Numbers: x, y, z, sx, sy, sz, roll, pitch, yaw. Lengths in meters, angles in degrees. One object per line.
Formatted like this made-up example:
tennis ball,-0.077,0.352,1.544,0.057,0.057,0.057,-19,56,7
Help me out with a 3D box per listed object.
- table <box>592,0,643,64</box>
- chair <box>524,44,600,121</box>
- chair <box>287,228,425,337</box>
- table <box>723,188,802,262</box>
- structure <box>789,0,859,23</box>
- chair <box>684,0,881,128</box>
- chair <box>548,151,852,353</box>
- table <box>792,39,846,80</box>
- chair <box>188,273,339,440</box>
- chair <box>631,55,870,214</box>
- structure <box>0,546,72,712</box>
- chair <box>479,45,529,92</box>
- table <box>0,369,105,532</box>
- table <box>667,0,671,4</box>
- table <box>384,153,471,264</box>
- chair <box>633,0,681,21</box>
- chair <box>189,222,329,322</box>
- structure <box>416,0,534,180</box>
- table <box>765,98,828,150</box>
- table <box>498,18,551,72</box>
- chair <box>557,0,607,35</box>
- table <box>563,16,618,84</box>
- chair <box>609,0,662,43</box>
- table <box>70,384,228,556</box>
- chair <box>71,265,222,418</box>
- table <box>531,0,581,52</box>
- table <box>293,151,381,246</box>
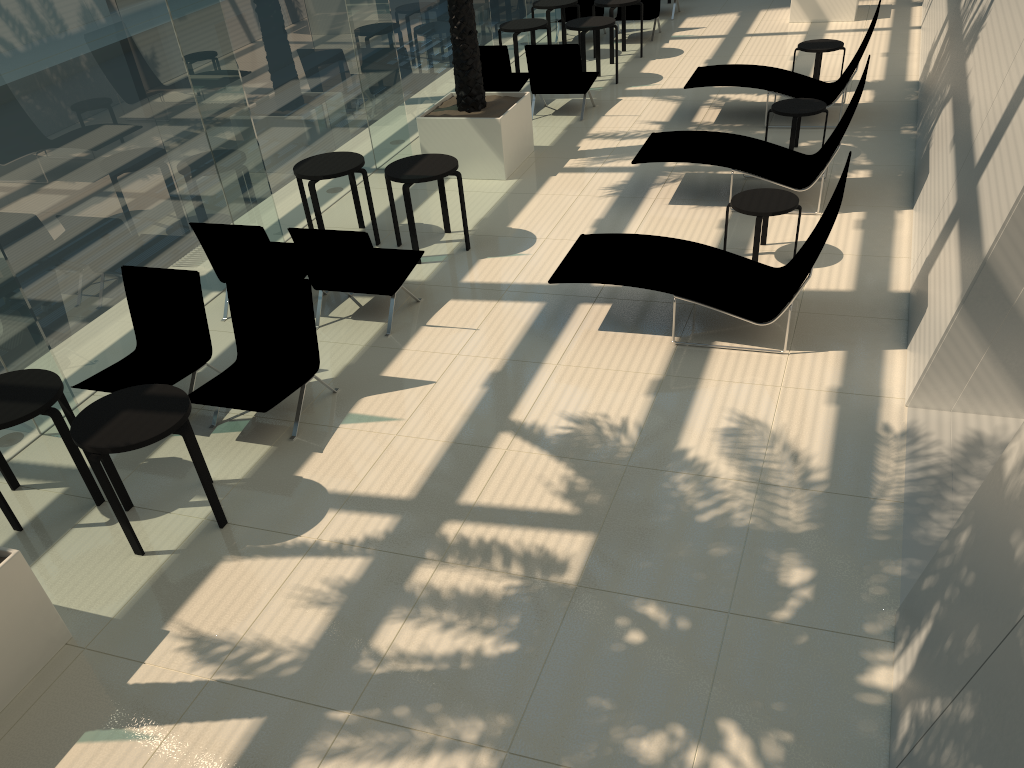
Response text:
table,1.594,-5.354,13.152,0.667,0.846,0.635,-21,39,-19
chair,0.665,-3.994,11.242,0.710,0.963,0.820,8,38,19
chair,-1.245,-1.032,7.296,0.710,0.963,0.820,8,38,19
table,2.146,-1.322,7.491,0.543,0.561,0.517,-21,38,-19
structure,4.904,-9.004,12.018,4.493,7.462,4.062,-27,41,-26
chair,3.120,-3.756,10.210,2.021,1.254,0.852,7,38,18
chair,1.367,-1.037,6.588,2.021,1.254,0.852,7,38,18
table,3.899,-4.041,11.113,0.540,0.561,0.521,-24,39,-23
chair,-1.828,-0.150,6.124,0.710,0.963,0.820,8,38,19
chair,2.257,-2.418,8.427,2.021,1.254,0.852,7,38,18
structure,-3.503,-1.298,2.220,4.460,7.598,4.406,-5,36,1
chair,-0.211,-4.089,11.528,0.710,0.963,0.820,8,38,19
table,-3.100,0.416,5.633,0.671,0.846,0.631,-18,38,-16
table,2.987,-7.529,16.051,0.663,0.846,0.639,-24,40,-23
table,-0.797,-1.661,8.234,0.663,0.846,0.639,-24,40,-23
chair,2.538,-6.900,15.113,0.710,0.963,0.820,8,38,19
chair,-2.120,-1.126,7.582,0.710,0.963,0.820,8,38,19
structure,-0.746,-5.534,7.858,4.808,7.598,4.088,4,38,13
table,3.036,-2.703,9.330,0.543,0.561,0.517,-21,38,-19
table,0.195,-4.708,12.460,0.663,0.846,0.639,-24,40,-23
chair,1.080,-6.112,14.226,0.710,0.963,0.820,8,38,19
table,1.105,-4.610,12.163,0.663,0.846,0.639,-24,40,-23
chair,1.955,-6.018,13.940,0.710,0.963,0.820,8,38,19
table,-2.189,0.514,5.336,0.671,0.846,0.631,-18,38,-16
chair,-2.704,-0.244,6.409,0.710,0.963,0.820,8,38,19
table,0.683,-5.452,13.449,0.667,0.846,0.635,-21,39,-19
table,-1.707,-1.759,8.531,0.663,0.846,0.639,-24,40,-23
